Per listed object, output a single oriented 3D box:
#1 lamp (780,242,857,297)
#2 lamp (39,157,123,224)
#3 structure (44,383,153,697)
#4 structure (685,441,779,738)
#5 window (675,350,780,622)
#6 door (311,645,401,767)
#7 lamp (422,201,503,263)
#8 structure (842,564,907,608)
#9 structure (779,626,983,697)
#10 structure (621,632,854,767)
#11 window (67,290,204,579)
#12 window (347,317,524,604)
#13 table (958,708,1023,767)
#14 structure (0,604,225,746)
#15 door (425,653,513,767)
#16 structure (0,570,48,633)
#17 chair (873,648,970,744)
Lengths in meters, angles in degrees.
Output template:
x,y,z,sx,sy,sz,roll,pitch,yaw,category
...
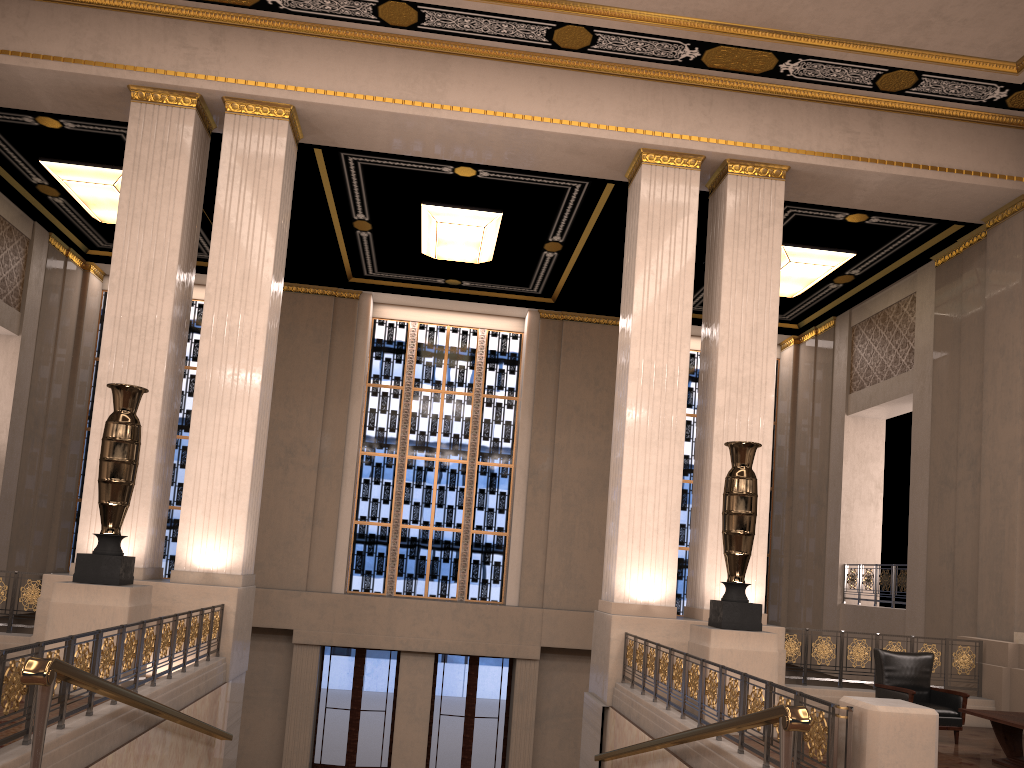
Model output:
x,y,z,sx,sy,sz,roll,pitch,yaw,category
4.489,-1.758,14.160,1.168,0.211,2.047,5,-12,-5,lamp
-6.037,-2.770,13.166,1.168,0.211,2.047,5,-12,-5,lamp
-3.688,1.397,8.101,0.701,2.757,0.708,5,-6,-5,structure
2.194,1.963,8.656,0.701,2.757,0.708,5,-6,-5,structure
3.786,1.977,17.625,2.990,5.299,0.070,5,-6,-5,window
-2.872,6.138,16.092,1.493,2.694,0.157,5,-6,-5,door
-0.819,-2.268,13.659,1.168,0.211,2.047,5,-12,-5,lamp
5.775,3.190,13.971,0.031,0.658,2.188,5,-11,-5,structure
4.234,3.208,10.176,2.537,0.648,0.032,5,-6,-5,structure
1.454,2.440,7.011,0.079,0.529,5.011,5,-12,-5,structure
-6.514,0.986,16.652,2.990,5.299,0.070,5,-6,-5,window
-1.452,1.473,17.130,2.990,5.299,0.070,5,-6,-5,window
4.476,3.012,7.198,0.839,0.430,1.498,5,-11,-5,table
-2.745,2.036,6.615,0.079,0.529,5.013,5,-12,-4,structure
-0.801,6.337,16.288,1.493,2.694,0.157,5,-6,-5,door
-6.126,2.211,9.198,2.537,0.648,0.032,5,-6,-5,structure
4.087,3.132,8.866,0.649,0.834,0.726,6,-8,-10,chair
